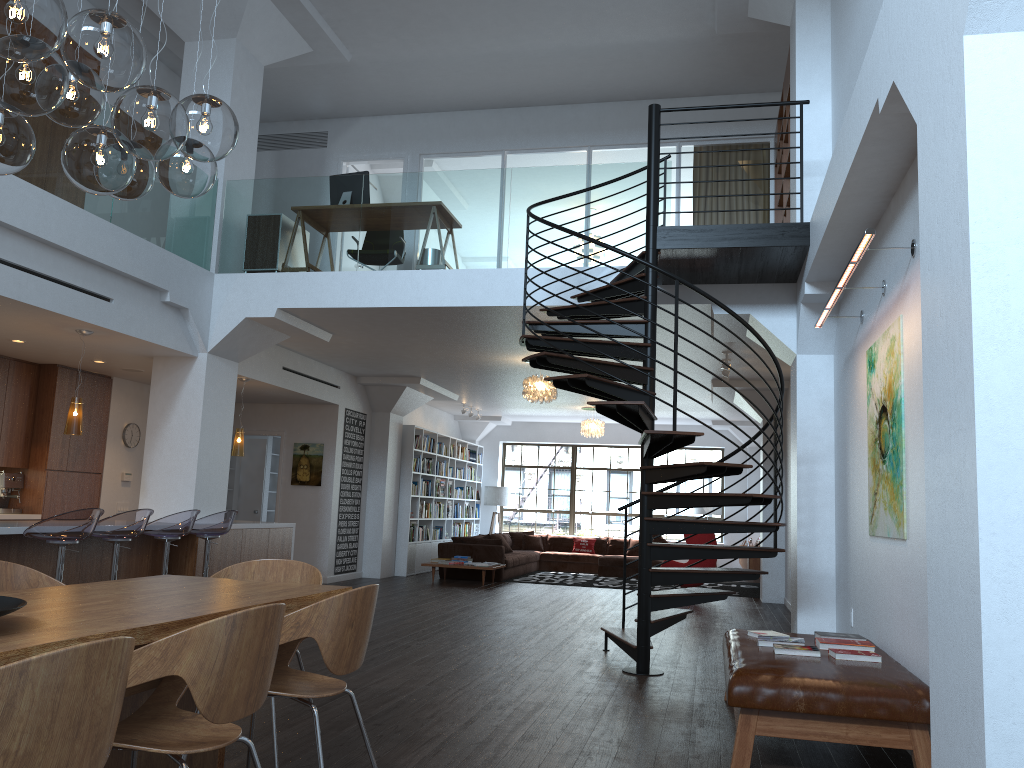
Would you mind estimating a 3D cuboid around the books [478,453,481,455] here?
[{"bbox_3d":[-0.721,1.574,18.689,0.140,0.231,0.042,1,-8,13],"label":"books"}]

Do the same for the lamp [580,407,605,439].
[{"bbox_3d":[1.454,0.704,15.959,0.442,0.539,0.441,8,-10,-34],"label":"lamp"}]

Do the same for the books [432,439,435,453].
[{"bbox_3d":[-1.449,1.079,15.475,0.182,0.255,0.077,1,-8,13],"label":"books"}]

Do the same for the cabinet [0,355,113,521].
[{"bbox_3d":[-5.701,0.760,7.958,0.598,2.499,5.299,1,-8,13],"label":"cabinet"}]

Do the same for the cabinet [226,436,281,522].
[{"bbox_3d":[-4.285,1.481,14.410,0.527,2.991,2.630,1,-8,13],"label":"cabinet"}]

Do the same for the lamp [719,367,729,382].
[{"bbox_3d":[2.654,-0.110,11.044,0.120,0.211,0.111,10,-11,-42],"label":"lamp"}]

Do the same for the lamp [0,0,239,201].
[{"bbox_3d":[-1.456,-1.755,2.991,0.849,2.140,1.787,1,-8,12],"label":"lamp"}]

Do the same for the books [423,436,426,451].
[{"bbox_3d":[-1.562,1.010,14.996,0.170,0.251,0.118,1,-8,13],"label":"books"}]

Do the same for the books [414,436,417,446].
[{"bbox_3d":[-1.668,0.952,14.504,0.182,0.215,0.188,1,-8,13],"label":"books"}]

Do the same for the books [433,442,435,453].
[{"bbox_3d":[-1.443,1.099,15.542,0.167,0.233,0.077,1,-8,13],"label":"books"}]

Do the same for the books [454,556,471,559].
[{"bbox_3d":[-0.768,2.695,13.801,0.224,0.027,0.157,0,-8,18],"label":"books"}]

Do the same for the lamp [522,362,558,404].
[{"bbox_3d":[0.354,-0.030,11.073,0.442,0.539,0.441,8,-10,-34],"label":"lamp"}]

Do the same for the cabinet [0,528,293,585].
[{"bbox_3d":[-3.507,1.750,8.271,0.898,0.796,4.493,1,-8,13],"label":"cabinet"}]

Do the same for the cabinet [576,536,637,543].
[{"bbox_3d":[1.890,3.447,18.017,1.520,0.625,0.350,1,-8,13],"label":"cabinet"}]

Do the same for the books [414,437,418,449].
[{"bbox_3d":[-1.657,0.969,14.593,0.167,0.210,0.162,1,-8,13],"label":"books"}]

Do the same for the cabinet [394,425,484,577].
[{"bbox_3d":[-1.364,2.185,16.459,0.461,2.414,4.500,1,-8,13],"label":"cabinet"}]

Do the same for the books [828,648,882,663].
[{"bbox_3d":[1.750,1.386,4.531,0.224,0.036,0.161,1,-8,7],"label":"books"}]

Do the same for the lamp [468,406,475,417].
[{"bbox_3d":[-0.760,0.522,16.563,0.120,0.211,0.111,7,-9,-28],"label":"lamp"}]

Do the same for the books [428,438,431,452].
[{"bbox_3d":[-1.495,1.051,15.259,0.159,0.248,0.089,1,-8,13],"label":"books"}]

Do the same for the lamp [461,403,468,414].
[{"bbox_3d":[-0.870,0.449,16.074,0.120,0.211,0.111,10,-11,-42],"label":"lamp"}]

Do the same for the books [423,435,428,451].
[{"bbox_3d":[-1.533,1.010,15.136,0.176,0.293,0.125,1,-8,13],"label":"books"}]

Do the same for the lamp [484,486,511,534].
[{"bbox_3d":[-0.335,2.942,18.527,0.545,1.579,0.545,2,-8,2],"label":"lamp"}]

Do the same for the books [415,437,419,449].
[{"bbox_3d":[-1.634,0.973,14.654,0.161,0.218,0.101,1,-8,13],"label":"books"}]

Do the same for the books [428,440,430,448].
[{"bbox_3d":[-1.506,1.059,15.227,0.161,0.222,0.083,1,-8,13],"label":"books"}]

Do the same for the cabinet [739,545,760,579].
[{"bbox_3d":[4.173,2.992,15.092,0.459,0.350,4.501,1,-8,13],"label":"cabinet"}]

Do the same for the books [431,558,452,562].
[{"bbox_3d":[-1.094,2.746,13.803,0.241,0.045,0.334,0,-8,14],"label":"books"}]

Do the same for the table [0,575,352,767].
[{"bbox_3d":[-1.640,1.019,2.287,1.012,0.750,3.803,1,-8,13],"label":"table"}]

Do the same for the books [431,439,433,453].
[{"bbox_3d":[-1.470,1.070,15.375,0.174,0.243,0.085,1,-8,13],"label":"books"}]

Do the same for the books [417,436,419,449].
[{"bbox_3d":[-1.625,0.976,14.687,0.161,0.222,0.084,1,-8,13],"label":"books"}]

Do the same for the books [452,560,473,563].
[{"bbox_3d":[-0.771,2.762,13.790,0.312,0.037,0.216,2,-8,3],"label":"books"}]

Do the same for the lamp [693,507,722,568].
[{"bbox_3d":[3.848,2.971,17.473,0.545,1.579,0.545,-1,-9,24],"label":"lamp"}]

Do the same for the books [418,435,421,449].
[{"bbox_3d":[-1.615,0.972,14.762,0.170,0.251,0.118,1,-8,13],"label":"books"}]

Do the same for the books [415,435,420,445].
[{"bbox_3d":[-1.626,0.967,14.720,0.159,0.248,0.089,1,-8,13],"label":"books"}]

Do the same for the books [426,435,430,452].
[{"bbox_3d":[-1.523,1.020,15.197,0.197,0.290,0.136,1,-8,13],"label":"books"}]

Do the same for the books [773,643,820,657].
[{"bbox_3d":[1.481,1.386,4.618,0.224,0.032,0.161,1,-8,13],"label":"books"}]

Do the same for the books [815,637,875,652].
[{"bbox_3d":[1.820,1.430,4.852,0.283,0.043,0.197,1,-8,12],"label":"books"}]

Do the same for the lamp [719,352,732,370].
[{"bbox_3d":[2.431,-0.259,10.055,0.120,0.211,0.111,4,-8,-13],"label":"lamp"}]

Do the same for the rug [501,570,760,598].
[{"bbox_3d":[2.146,3.326,14.859,4.200,0.007,3.100,0,-8,14],"label":"rug"}]

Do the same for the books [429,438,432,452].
[{"bbox_3d":[-1.485,1.054,15.291,0.182,0.253,0.098,1,-8,13],"label":"books"}]

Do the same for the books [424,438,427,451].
[{"bbox_3d":[-1.547,1.021,15.046,0.174,0.242,0.105,1,-8,13],"label":"books"}]

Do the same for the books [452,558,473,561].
[{"bbox_3d":[-0.773,2.727,13.799,0.279,0.035,0.191,-1,-9,23],"label":"books"}]

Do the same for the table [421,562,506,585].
[{"bbox_3d":[-0.729,2.875,13.474,1.100,0.271,0.853,1,-8,13],"label":"table"}]

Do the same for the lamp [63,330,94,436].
[{"bbox_3d":[-2.646,-0.299,8.503,2.842,1.807,0.149,9,-10,-37],"label":"lamp"}]

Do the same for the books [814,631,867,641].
[{"bbox_3d":[1.907,1.478,5.155,0.254,0.044,0.183,1,-8,8],"label":"books"}]

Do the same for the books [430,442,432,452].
[{"bbox_3d":[-1.485,1.059,15.339,0.182,0.255,0.077,1,-8,13],"label":"books"}]

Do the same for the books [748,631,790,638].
[{"bbox_3d":[1.503,1.474,5.206,0.161,0.031,0.223,4,-8,-9],"label":"books"}]

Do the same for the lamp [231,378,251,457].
[{"bbox_3d":[-3.133,0.384,10.250,0.149,0.900,0.149,7,-9,-32],"label":"lamp"}]

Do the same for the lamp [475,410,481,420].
[{"bbox_3d":[-0.647,0.597,17.063,0.120,0.211,0.111,4,-8,-13],"label":"lamp"}]

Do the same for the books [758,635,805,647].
[{"bbox_3d":[1.482,1.422,4.887,0.247,0.040,0.185,0,-8,16],"label":"books"}]

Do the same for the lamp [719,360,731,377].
[{"bbox_3d":[2.544,-0.183,10.556,0.120,0.211,0.111,7,-9,-28],"label":"lamp"}]
